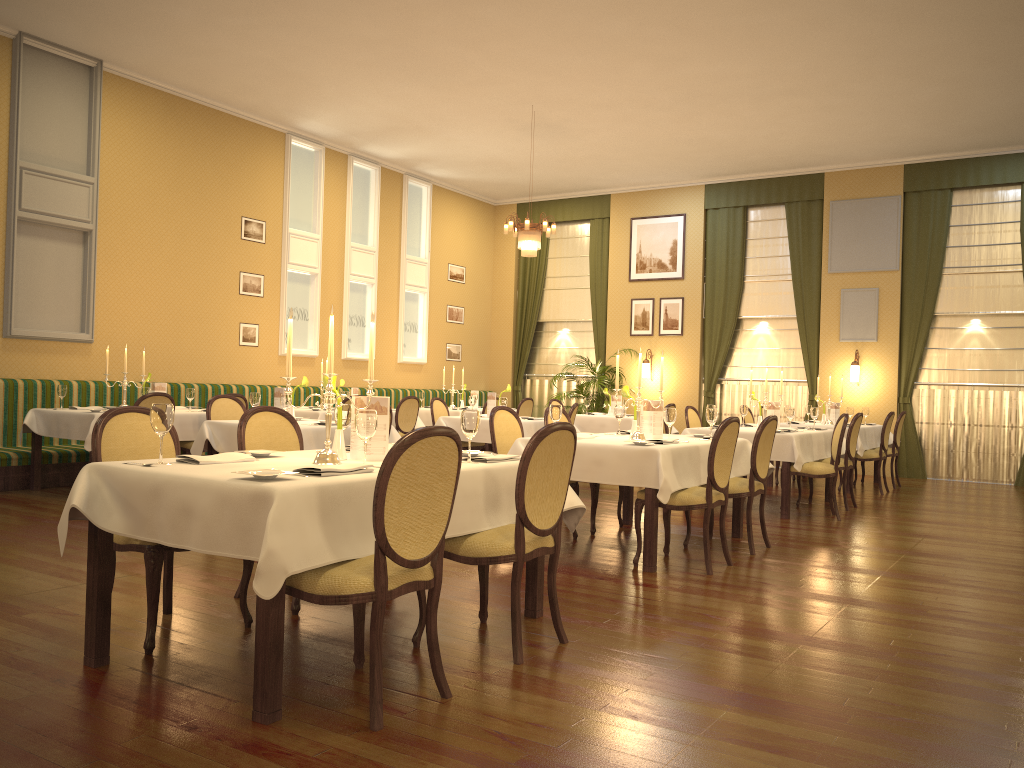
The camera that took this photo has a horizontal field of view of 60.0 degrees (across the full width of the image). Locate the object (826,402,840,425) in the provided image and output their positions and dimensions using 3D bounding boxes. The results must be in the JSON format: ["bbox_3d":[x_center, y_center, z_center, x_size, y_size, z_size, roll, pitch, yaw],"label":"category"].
[{"bbox_3d":[4.034,0.371,11.116,0.166,0.277,0.081,2,0,4],"label":"object"}]

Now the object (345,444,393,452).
[{"bbox_3d":[-0.682,0.314,4.352,0.142,0.033,0.273,2,0,32],"label":"object"}]

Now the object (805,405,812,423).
[{"bbox_3d":[3.850,0.389,11.518,0.088,0.229,0.088,2,0,-10],"label":"object"}]

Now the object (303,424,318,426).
[{"bbox_3d":[-1.544,0.308,6.746,0.185,0.010,0.017,2,0,32],"label":"object"}]

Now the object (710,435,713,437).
[{"bbox_3d":[1.593,0.403,6.757,0.181,0.015,0.038,2,0,34],"label":"object"}]

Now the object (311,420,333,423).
[{"bbox_3d":[-1.489,0.305,7.060,0.160,0.024,0.160,2,0,32],"label":"object"}]

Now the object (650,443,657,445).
[{"bbox_3d":[0.837,0.375,5.660,0.181,0.015,0.038,2,0,34],"label":"object"}]

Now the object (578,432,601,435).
[{"bbox_3d":[0.535,0.365,6.364,0.160,0.024,0.160,2,0,32],"label":"object"}]

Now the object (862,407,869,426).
[{"bbox_3d":[4.415,0.405,11.077,0.088,0.229,0.088,2,0,-10],"label":"object"}]

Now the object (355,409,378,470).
[{"bbox_3d":[-0.560,0.213,3.393,0.088,0.229,0.088,2,0,-10],"label":"object"}]

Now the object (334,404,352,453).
[{"bbox_3d":[-0.799,0.209,4.186,0.088,0.229,0.088,2,0,-10],"label":"object"}]

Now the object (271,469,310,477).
[{"bbox_3d":[-0.779,0.312,3.111,0.181,0.015,0.038,2,0,34],"label":"object"}]

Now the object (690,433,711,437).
[{"bbox_3d":[1.419,0.394,6.734,0.160,0.024,0.160,2,0,32],"label":"object"}]

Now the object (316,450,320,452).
[{"bbox_3d":[-0.840,0.317,4.110,0.185,0.010,0.017,2,0,34],"label":"object"}]

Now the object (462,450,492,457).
[{"bbox_3d":[-0.197,0.331,4.184,0.160,0.024,0.160,2,0,32],"label":"object"}]

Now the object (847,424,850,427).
[{"bbox_3d":[4.003,0.490,10.553,0.142,0.033,0.273,2,0,32],"label":"object"}]

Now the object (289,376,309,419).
[{"bbox_3d":[-1.724,0.122,7.124,0.163,0.375,0.076,2,0,9],"label":"object"}]

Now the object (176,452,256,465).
[{"bbox_3d":[-1.170,0.295,3.513,0.142,0.033,0.273,2,0,32],"label":"object"}]

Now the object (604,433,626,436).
[{"bbox_3d":[0.776,0.380,6.659,0.185,0.010,0.017,2,0,34],"label":"object"}]

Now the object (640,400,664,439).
[{"bbox_3d":[1.001,0.254,6.333,0.166,0.277,0.081,2,0,4],"label":"object"}]

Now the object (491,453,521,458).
[{"bbox_3d":[-0.023,0.341,4.207,0.181,0.015,0.038,2,0,34],"label":"object"}]

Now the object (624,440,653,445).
[{"bbox_3d":[0.795,0.368,5.502,0.160,0.024,0.160,2,0,32],"label":"object"}]

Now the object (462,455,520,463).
[{"bbox_3d":[-0.094,0.335,3.994,0.142,0.024,0.273,2,0,32],"label":"object"}]

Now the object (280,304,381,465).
[{"bbox_3d":[-0.737,-0.001,3.587,0.390,0.655,0.131,2,0,-23],"label":"object"}]

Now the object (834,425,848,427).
[{"bbox_3d":[3.870,0.492,10.443,0.181,0.015,0.038,2,0,34],"label":"object"}]

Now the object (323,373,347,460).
[{"bbox_3d":[-0.761,0.136,3.820,0.076,0.375,0.163,2,0,-36],"label":"object"}]

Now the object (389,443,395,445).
[{"bbox_3d":[-0.564,0.322,4.596,0.160,0.024,0.160,2,0,32],"label":"object"}]

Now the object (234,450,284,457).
[{"bbox_3d":[-1.081,0.302,3.814,0.160,0.024,0.160,2,0,32],"label":"object"}]

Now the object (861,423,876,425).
[{"bbox_3d":[4.555,0.515,11.327,0.142,0.024,0.273,2,0,32],"label":"object"}]

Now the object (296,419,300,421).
[{"bbox_3d":[-1.843,0.300,7.408,0.181,0.015,0.038,2,0,34],"label":"object"}]

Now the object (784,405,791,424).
[{"bbox_3d":[3.321,0.369,10.692,0.088,0.229,0.088,2,0,-10],"label":"object"}]

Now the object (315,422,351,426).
[{"bbox_3d":[-1.386,0.309,6.870,0.142,0.024,0.273,2,0,32],"label":"object"}]

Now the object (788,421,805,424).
[{"bbox_3d":[3.479,0.475,10.846,0.142,0.033,0.273,2,0,32],"label":"object"}]

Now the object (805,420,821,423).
[{"bbox_3d":[3.967,0.494,11.685,0.142,0.033,0.273,2,0,32],"label":"object"}]

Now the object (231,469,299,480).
[{"bbox_3d":[-0.822,0.306,2.953,0.160,0.024,0.160,2,0,32],"label":"object"}]

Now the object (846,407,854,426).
[{"bbox_3d":[4.089,0.393,10.726,0.088,0.229,0.088,2,0,-10],"label":"object"}]

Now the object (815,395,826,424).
[{"bbox_3d":[3.888,0.316,11.153,0.076,0.375,0.163,2,0,-36],"label":"object"}]

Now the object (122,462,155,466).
[{"bbox_3d":[-1.383,0.294,3.288,0.181,0.015,0.038,2,0,34],"label":"object"}]

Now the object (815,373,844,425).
[{"bbox_3d":[3.912,0.179,10.920,0.390,0.655,0.131,2,0,-2],"label":"object"}]

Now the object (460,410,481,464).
[{"bbox_3d":[-0.181,0.227,3.827,0.088,0.229,0.088,2,0,-10],"label":"object"}]

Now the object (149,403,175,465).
[{"bbox_3d":[-1.328,0.189,3.360,0.088,0.229,0.088,2,0,-10],"label":"object"}]

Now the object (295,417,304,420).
[{"bbox_3d":[-1.826,0.297,7.519,0.160,0.024,0.160,2,0,32],"label":"object"}]

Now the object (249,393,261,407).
[{"bbox_3d":[-2.061,0.184,7.108,0.088,0.229,0.088,2,0,-10],"label":"object"}]

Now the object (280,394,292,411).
[{"bbox_3d":[-1.722,0.193,6.753,0.088,0.229,0.088,2,0,-10],"label":"object"}]

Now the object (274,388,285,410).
[{"bbox_3d":[-1.857,0.168,7.077,0.081,0.277,0.166,2,0,-11],"label":"object"}]

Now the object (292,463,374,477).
[{"bbox_3d":[-0.646,0.310,3.221,0.142,0.033,0.273,2,0,32],"label":"object"}]

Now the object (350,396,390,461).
[{"bbox_3d":[-0.615,0.191,3.784,0.166,0.277,0.081,2,0,4],"label":"object"}]
